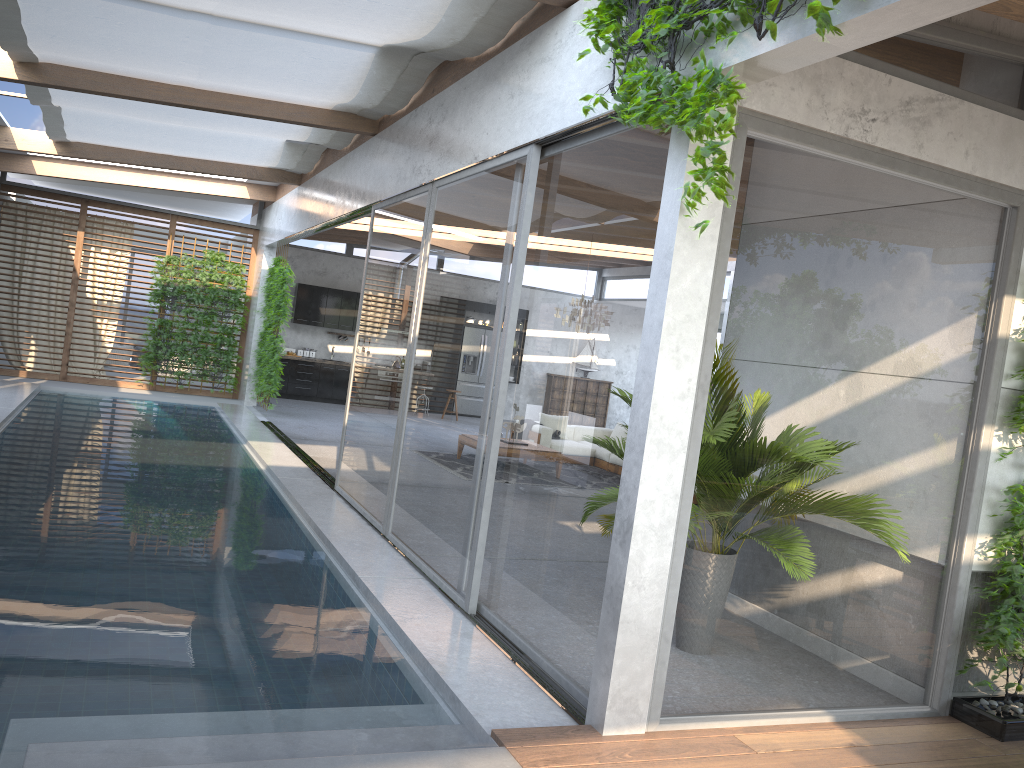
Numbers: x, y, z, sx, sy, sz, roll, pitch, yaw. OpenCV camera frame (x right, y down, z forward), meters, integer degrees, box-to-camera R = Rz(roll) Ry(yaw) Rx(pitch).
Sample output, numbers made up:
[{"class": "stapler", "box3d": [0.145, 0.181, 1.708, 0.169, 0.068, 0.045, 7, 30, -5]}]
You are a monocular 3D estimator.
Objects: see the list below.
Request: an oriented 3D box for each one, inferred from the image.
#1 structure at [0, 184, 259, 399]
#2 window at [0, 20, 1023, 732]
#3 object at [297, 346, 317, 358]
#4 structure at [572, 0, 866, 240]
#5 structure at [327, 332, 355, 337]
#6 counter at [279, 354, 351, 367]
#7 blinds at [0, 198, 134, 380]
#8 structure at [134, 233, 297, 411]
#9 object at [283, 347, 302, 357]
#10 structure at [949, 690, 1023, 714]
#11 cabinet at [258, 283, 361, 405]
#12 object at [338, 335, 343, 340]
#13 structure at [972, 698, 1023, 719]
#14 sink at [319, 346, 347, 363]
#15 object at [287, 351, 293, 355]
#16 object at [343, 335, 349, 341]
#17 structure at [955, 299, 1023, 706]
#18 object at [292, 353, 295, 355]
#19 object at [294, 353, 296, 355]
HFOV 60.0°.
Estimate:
[{"class": "structure", "box3d": [-6.719, -1.494, 15.176, 4.313, 3.079, 0.085, 7, 2, -24]}, {"class": "window", "box3d": [0.192, -0.737, 11.941, 14.294, 3.764, 23.280, 7, 2, -24]}, {"class": "object", "box3d": [-4.175, -0.646, 18.006, 0.405, 0.200, 0.147, 7, 2, -22]}, {"class": "structure", "box3d": [0.561, -1.555, 3.347, 0.918, 2.054, 1.822, 7, 2, -26]}, {"class": "structure", "box3d": [-3.352, -1.000, 18.374, 0.932, 0.046, 0.081, 7, 2, -24]}, {"class": "counter", "box3d": [-3.451, -0.416, 18.111, 3.805, 0.061, 0.607, 7, 2, -24]}, {"class": "blinds", "box3d": [-7.687, -1.541, 15.141, 2.087, 2.898, 0.692, 7, 2, -20]}, {"class": "structure", "box3d": [-4.500, -0.891, 10.912, 2.739, 2.687, 10.282, 8, 2, -7]}, {"class": "object", "box3d": [-4.436, -0.638, 17.685, 0.381, 0.134, 0.590, 7, 3, -35]}, {"class": "structure", "box3d": [2.696, 1.436, 5.902, 2.012, 0.595, 2.203, 7, 2, -24]}, {"class": "cabinet", "box3d": [-2.450, -0.727, 18.536, 5.901, 2.502, 0.709, 7, 2, -25]}, {"class": "object", "box3d": [-3.533, -0.960, 18.284, 0.117, 0.139, 0.093, 7, 2, -22]}, {"class": "structure", "box3d": [2.729, 1.656, 4.539, 0.928, 0.044, 0.231, 7, 2, -24]}, {"class": "sink", "box3d": [-3.624, -0.499, 18.030, 0.526, 0.514, 0.514, 7, 2, -24]}, {"class": "object", "box3d": [-4.395, -0.617, 17.512, 0.086, 0.087, 0.090, 10, 3, 43]}, {"class": "object", "box3d": [-3.430, -0.947, 18.321, 0.117, 0.139, 0.093, 8, 2, -7]}, {"class": "structure", "box3d": [3.223, 0.416, 4.689, 1.851, 2.669, 0.500, 7, 2, -23]}, {"class": "object", "box3d": [-4.332, -0.596, 17.565, 0.083, 0.057, 0.072, 10, 3, 42]}, {"class": "object", "box3d": [-4.322, -0.594, 17.592, 0.083, 0.055, 0.073, 10, 3, 43]}]
